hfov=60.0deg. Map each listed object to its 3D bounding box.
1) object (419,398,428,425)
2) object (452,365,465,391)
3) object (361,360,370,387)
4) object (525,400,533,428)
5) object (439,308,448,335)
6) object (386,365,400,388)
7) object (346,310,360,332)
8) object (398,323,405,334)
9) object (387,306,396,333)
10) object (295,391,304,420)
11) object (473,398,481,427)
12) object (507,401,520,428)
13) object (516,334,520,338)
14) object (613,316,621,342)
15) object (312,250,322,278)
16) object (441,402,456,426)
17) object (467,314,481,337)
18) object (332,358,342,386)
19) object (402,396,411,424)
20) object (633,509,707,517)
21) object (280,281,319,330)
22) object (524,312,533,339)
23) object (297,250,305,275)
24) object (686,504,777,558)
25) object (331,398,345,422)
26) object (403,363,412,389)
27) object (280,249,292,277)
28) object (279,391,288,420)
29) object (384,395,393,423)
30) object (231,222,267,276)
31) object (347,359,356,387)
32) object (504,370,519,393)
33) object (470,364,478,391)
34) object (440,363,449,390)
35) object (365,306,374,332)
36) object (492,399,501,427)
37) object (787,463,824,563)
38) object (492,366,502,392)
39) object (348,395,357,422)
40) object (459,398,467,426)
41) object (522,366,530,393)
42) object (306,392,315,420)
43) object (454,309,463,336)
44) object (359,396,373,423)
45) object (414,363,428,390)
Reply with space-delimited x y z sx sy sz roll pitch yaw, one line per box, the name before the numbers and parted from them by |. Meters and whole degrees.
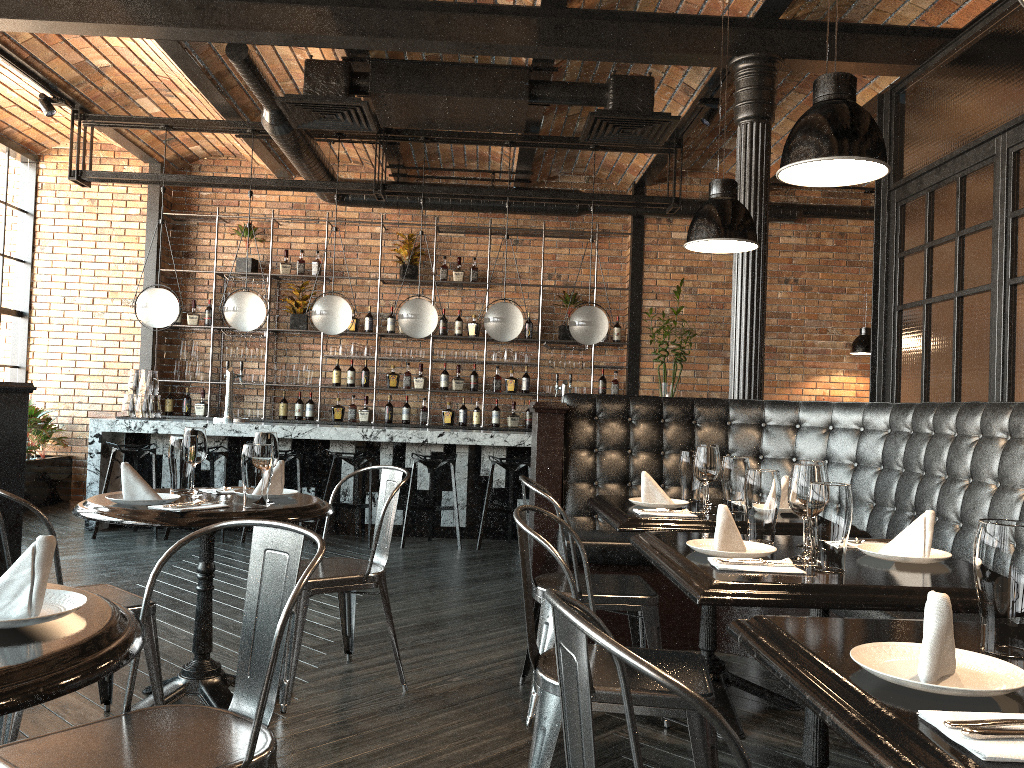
object | -0.929 0.286 9.353 0.083 0.282 0.083 3 -2 -17
object | -0.568 -0.062 9.360 0.123 0.279 0.123 2 -2 -13
object | -1.543 -0.109 9.344 0.086 0.297 0.086 4 -2 -43
object | 0.185 0.320 9.395 0.086 0.299 0.086 4 -2 -43
object | -0.726 -0.650 9.386 0.086 0.299 0.086 4 -2 -43
object | -1.255 -0.072 9.349 0.151 0.248 0.094 2 -2 -13
object | -1.680 -0.659 9.348 0.151 0.248 0.094 2 -1 2
object | -1.133 -0.655 9.355 0.123 0.279 0.123 2 -2 -13
object | -1.274 -0.670 9.371 0.086 0.298 0.086 4 -2 -43
object | -2.238 0.228 9.339 0.086 0.298 0.086 4 -2 -43
object | -0.369 0.300 9.372 0.080 0.299 0.080 2 -1 0
object | 0.016 0.324 9.372 0.123 0.279 0.123 2 -2 -13
object | 0.028 -0.610 9.395 0.123 0.279 0.123 2 -1 7
object | 1.125 -0.579 9.474 0.086 0.298 0.086 3 -2 -38
object | -2.057 -1.265 9.350 0.083 0.282 0.083 2 -2 13
object | -0.669 0.314 9.361 0.151 0.248 0.094 2 -1 7
object | -0.403 -0.611 9.393 0.151 0.248 0.094 1 -2 27
object | -1.840 -0.120 9.336 0.086 0.299 0.086 4 -2 -43
object | -1.112 0.271 9.354 0.086 0.298 0.086 4 -2 -43
object | 0.569 0.459 3.190 0.255 0.019 0.157 2 -1 -2
object | -2.216 -0.819 9.306 0.430 0.526 0.425 2 -1 10
object | 0.179 -0.615 9.417 0.086 0.297 0.086 4 -2 -43
object | -2.223 -1.272 9.345 0.083 0.282 0.083 3 -2 -17
object | 0.579 0.382 2.337 0.232 0.139 0.232 3 -2 -17
object | -1.829 0.269 9.321 0.151 0.248 0.094 2 -2 -13
object | -1.101 -0.084 9.356 0.083 0.282 0.083 2 -1 -2
object | -2.380 -1.275 9.341 0.123 0.279 0.123 2 -2 -13
object | -2.395 0.223 9.308 0.086 0.299 0.086 4 -2 -43
object | -1.291 0.263 9.315 0.086 0.297 0.086 1 -2 32
object | -2.786 -1.427 9.354 0.377 0.554 0.422 3 -2 -14
object | -1.695 -0.115 9.367 0.086 0.298 0.086 4 -2 -43
object | -0.005 -0.025 9.392 0.151 0.248 0.094 2 -1 7
object | -0.399 -0.066 9.383 0.086 0.299 0.086 4 -2 -43
object | -0.709 -0.077 9.377 0.086 0.298 0.086 4 -2 -43
object | -1.508 -0.678 9.369 0.086 0.298 0.086 4 -2 -43
object | -0.165 0.307 9.387 0.086 0.298 0.086 4 -2 -43
object | 0.753 0.328 2.271 0.092 0.244 0.092 3 -2 -41
object | -0.157 -0.048 9.388 0.083 0.282 0.083 3 -2 -17
object | -1.674 0.257 9.327 0.083 0.282 0.083 2 -1 -2
object | -0.515 0.295 9.381 0.086 0.298 0.086 4 -2 -43
object | 0.150 -0.044 9.413 0.086 0.298 0.086 4 -2 -43
object | -2.119 0.232 9.319 0.086 0.298 0.086 4 -2 -43
object | -0.563 -0.643 9.420 0.086 0.298 0.086 4 -2 -43
object | -1.536 0.265 9.318 0.123 0.279 0.123 2 -1 12
object | -0.962 -0.077 9.347 0.123 0.279 0.123 2 -1 12
